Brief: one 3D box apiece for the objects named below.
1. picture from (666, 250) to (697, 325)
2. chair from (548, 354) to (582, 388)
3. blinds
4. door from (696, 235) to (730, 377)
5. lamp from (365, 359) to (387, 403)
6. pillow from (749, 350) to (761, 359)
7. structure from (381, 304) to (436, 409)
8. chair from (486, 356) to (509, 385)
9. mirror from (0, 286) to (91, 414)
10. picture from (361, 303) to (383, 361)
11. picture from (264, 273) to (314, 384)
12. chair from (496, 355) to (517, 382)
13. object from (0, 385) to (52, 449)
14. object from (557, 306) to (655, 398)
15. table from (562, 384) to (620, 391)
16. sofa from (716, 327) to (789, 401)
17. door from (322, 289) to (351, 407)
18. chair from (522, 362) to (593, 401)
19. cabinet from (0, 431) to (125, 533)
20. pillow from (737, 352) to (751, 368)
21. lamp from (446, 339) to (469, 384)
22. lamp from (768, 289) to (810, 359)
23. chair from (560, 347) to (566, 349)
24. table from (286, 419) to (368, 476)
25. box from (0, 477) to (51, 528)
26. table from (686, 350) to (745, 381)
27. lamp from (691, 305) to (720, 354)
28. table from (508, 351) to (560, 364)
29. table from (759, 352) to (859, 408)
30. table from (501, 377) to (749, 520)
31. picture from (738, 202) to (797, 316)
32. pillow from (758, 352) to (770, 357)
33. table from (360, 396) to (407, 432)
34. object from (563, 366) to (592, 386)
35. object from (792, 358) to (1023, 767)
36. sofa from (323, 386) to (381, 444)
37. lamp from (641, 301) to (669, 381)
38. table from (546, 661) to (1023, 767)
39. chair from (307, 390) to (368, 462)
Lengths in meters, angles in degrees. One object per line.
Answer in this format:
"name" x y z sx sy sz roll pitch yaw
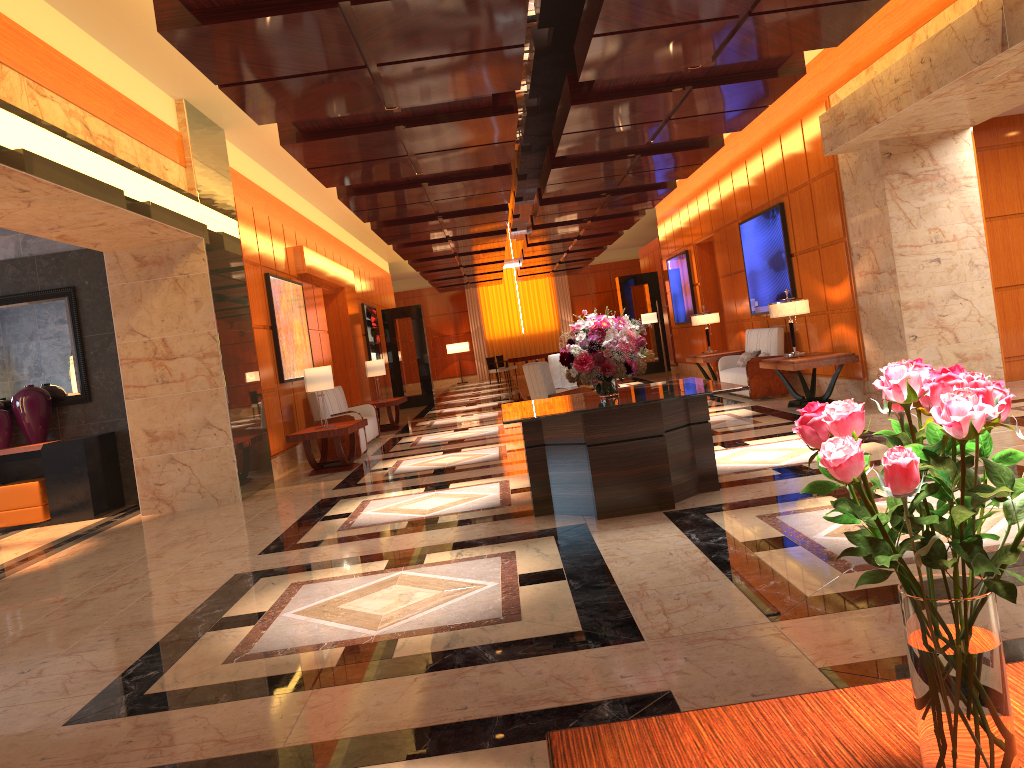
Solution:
"picture" 3.555 -1.988 18.622 0.056 1.451 1.998 -8 2 -1
"chair" 0.815 0.006 13.697 0.736 0.960 0.630 -8 1 18
"blinds" 0.336 -2.395 33.367 3.853 4.063 0.149 -8 0 -1
"door" 3.916 -1.398 16.367 0.340 2.650 1.538 -8 1 -1
"lamp" 1.785 -0.423 10.925 0.336 0.734 12.968 -9 2 -41
"pillow" 3.500 -0.356 12.792 0.160 0.253 0.358 -8 2 -4
"structure" -2.573 -0.671 22.092 0.985 2.497 0.500 -8 0 -1
"chair" -0.493 -0.458 28.720 0.575 0.894 0.586 -7 1 37
"mirror" -5.766 -0.328 10.074 1.767 1.338 0.029 -8 0 -1
"picture" -3.260 -1.130 20.810 0.056 1.451 1.998 -8 2 -1
"picture" -3.115 -0.771 12.549 0.056 1.451 1.998 -8 2 -1
"chair" -0.196 -0.556 29.942 0.575 0.894 0.586 -7 1 27
"object" -5.573 0.370 9.838 0.862 0.652 0.520 -8 1 -2
"object" 0.669 -0.237 6.491 0.650 0.658 0.680 -8 2 -10
"table" 1.099 0.280 12.209 0.722 0.496 1.561 -8 2 2
"sofa" 3.437 -0.308 12.772 0.612 0.932 1.800 -8 2 0
"door" -3.355 -0.369 16.224 0.340 2.650 1.500 -8 1 -1
"chair" 0.572 0.177 10.710 0.630 0.960 0.737 -8 1 -22
"cabinet" -5.554 1.140 9.717 2.190 0.868 0.784 -8 1 -1
"pillow" 3.466 -0.362 13.227 0.195 0.227 0.344 -8 2 4
"lamp" -1.927 -0.826 32.700 0.808 1.660 0.813 -7 1 39
"lamp" 3.270 -0.714 10.389 0.458 0.809 0.459 -8 1 8
"chair" 1.590 -0.722 28.097 0.575 0.894 0.586 -7 1 42
"table" -2.195 0.785 10.782 0.724 0.534 1.169 -8 2 2
"box" -5.529 1.308 9.572 1.132 0.427 0.490 -8 2 -1
"table" 3.366 -0.201 14.481 0.725 0.606 1.271 -8 2 0
"lamp" 3.196 -0.903 14.543 0.460 0.793 0.457 -9 1 -39
"table" 0.989 -0.612 28.910 2.112 0.741 0.782 -9 2 -30
"table" 3.440 -0.018 10.259 0.725 0.606 1.271 -8 2 0
"table" 0.769 0.459 6.476 1.600 0.744 1.601 -8 2 -1
"picture" 3.658 -1.733 12.762 0.056 1.451 1.998 -8 2 -1
"pillow" 3.475 -0.318 12.345 0.202 0.229 0.273 -8 2 2
"table" -2.283 0.567 15.792 0.724 0.534 1.169 -8 2 2
"object" 1.076 -0.284 12.325 0.790 0.617 0.417 -9 1 -24
"object" 0.588 0.262 1.201 0.350 0.596 0.327 -8 1 19
"sofa" -2.487 0.489 13.579 0.612 0.932 1.800 -8 2 0
"lamp" 2.856 -0.790 17.257 0.527 1.660 0.359 -8 0 -11
"table" 0.681 0.819 1.235 1.167 0.534 0.725 -8 2 -1
"chair" -2.348 0.530 11.965 0.628 0.960 0.738 -8 1 -2
